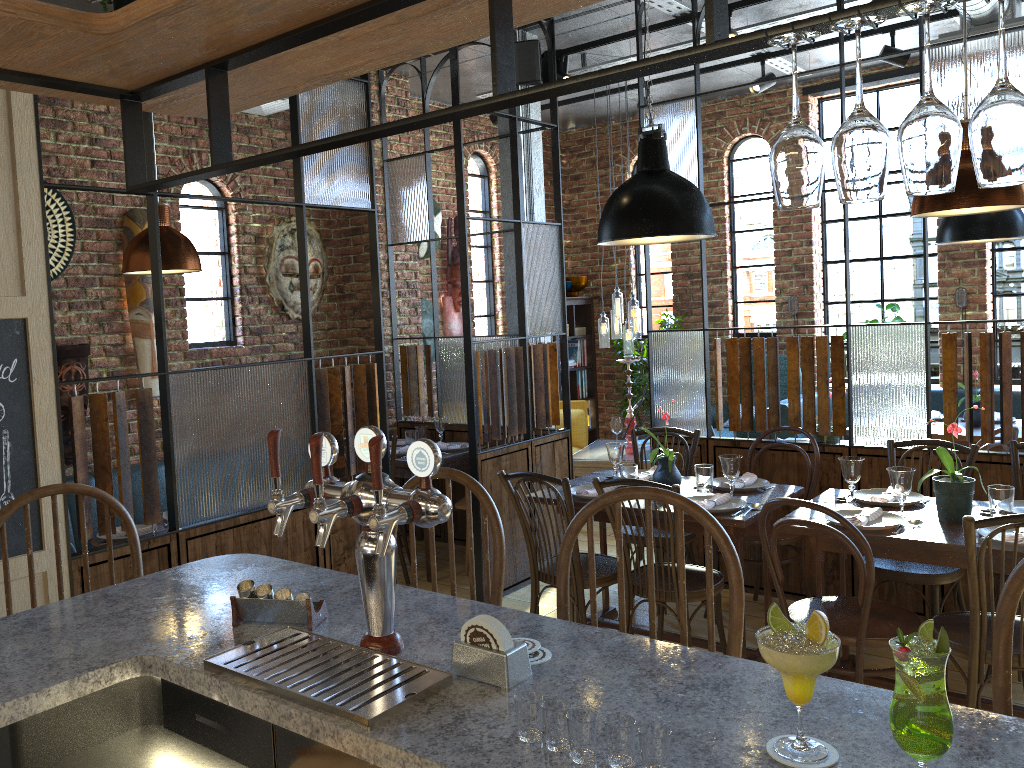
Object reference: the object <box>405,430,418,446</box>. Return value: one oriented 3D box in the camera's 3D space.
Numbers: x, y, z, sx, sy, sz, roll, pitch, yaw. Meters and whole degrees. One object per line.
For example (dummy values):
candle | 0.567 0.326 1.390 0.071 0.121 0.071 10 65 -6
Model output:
object | -0.641 0.360 5.641 0.082 0.119 0.087 -4 4 -21

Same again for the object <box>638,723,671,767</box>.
object | 0.187 0.480 1.148 0.043 0.059 0.040 -1 4 28

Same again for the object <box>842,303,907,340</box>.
object | 2.964 -0.317 7.024 0.371 0.662 0.533 -5 4 -29

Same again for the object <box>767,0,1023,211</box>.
object | 0.528 -0.318 0.948 0.521 0.207 0.063 1 5 38

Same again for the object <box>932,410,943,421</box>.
object | 2.919 0.222 6.199 0.340 0.051 0.257 1 6 41

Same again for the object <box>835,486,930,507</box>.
object | 1.516 0.454 3.608 0.340 0.051 0.257 1 6 41

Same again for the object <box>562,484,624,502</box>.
object | 0.403 0.481 3.989 0.340 0.051 0.257 1 6 41

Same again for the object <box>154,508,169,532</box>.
object | -1.674 0.663 4.212 0.085 0.119 0.083 -2 4 7

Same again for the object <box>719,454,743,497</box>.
object | 0.934 0.402 3.750 0.094 0.191 0.102 -5 4 -32

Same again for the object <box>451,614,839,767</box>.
object | 0.251 0.438 1.335 0.803 0.106 0.192 1 6 38

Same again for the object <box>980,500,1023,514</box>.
object | 1.944 0.459 3.285 0.340 0.051 0.257 1 6 41

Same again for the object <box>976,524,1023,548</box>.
object | 1.727 0.501 2.930 0.340 0.051 0.257 1 6 41

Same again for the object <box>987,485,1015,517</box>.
object | 1.793 0.436 3.229 0.084 0.119 0.084 -3 4 0

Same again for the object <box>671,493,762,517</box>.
object | 0.841 0.488 3.635 0.340 0.051 0.257 1 6 41

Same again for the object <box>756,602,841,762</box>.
object | 0.384 0.395 1.181 0.102 0.197 0.109 -4 4 -24

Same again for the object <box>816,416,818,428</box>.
object | 1.652 0.273 4.799 0.100 0.191 0.096 -2 4 13

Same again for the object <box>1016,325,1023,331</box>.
object | 3.950 -0.345 6.135 0.767 0.750 0.581 0 5 37

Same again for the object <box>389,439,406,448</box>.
object | -0.780 0.386 5.837 0.282 0.051 0.310 1 6 41

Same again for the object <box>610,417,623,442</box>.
object | 0.789 0.364 6.632 0.089 0.228 0.093 -4 3 -14

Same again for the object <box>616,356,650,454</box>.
object | 0.887 0.149 6.297 0.271 0.703 0.162 -1 4 30

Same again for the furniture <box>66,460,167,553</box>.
furniture | -1.886 0.925 4.208 1.561 0.820 1.379 1 6 38

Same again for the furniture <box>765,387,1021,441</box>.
furniture | 3.269 0.500 5.945 2.734 0.820 1.305 1 6 38

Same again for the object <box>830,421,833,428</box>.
object | 1.837 0.275 5.074 0.088 0.119 0.081 -1 4 28

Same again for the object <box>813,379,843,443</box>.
object | 1.617 0.178 4.572 0.135 0.426 0.214 -4 4 -19

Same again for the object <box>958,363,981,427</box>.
object | 3.026 0.062 5.781 0.131 0.430 0.227 -5 4 -34

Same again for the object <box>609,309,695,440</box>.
object | 1.274 0.095 7.826 0.883 1.526 0.707 -2 4 17

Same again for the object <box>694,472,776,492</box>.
object | 1.015 0.445 4.024 0.340 0.051 0.257 1 6 41

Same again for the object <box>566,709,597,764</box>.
object | 0.096 0.481 1.200 0.043 0.059 0.040 -1 4 28

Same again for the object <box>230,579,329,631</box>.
object | -0.477 0.444 1.808 0.182 0.090 0.089 -2 4 14

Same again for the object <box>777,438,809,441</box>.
object | 1.596 0.335 4.942 0.282 0.051 0.310 1 6 41

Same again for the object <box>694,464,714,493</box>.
object | 0.862 0.424 3.949 0.087 0.119 0.082 -1 4 21

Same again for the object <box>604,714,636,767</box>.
object | 0.146 0.480 1.181 0.043 0.059 0.040 -1 4 28

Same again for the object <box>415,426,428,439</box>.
object | -0.595 0.341 5.825 0.082 0.119 0.087 -4 4 -21

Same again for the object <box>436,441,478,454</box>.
object | -0.373 0.386 5.572 0.282 0.051 0.310 1 6 41

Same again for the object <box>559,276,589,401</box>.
object | 0.534 -0.126 8.319 0.341 1.758 0.584 -1 4 32

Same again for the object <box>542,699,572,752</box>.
object | 0.064 0.479 1.236 0.043 0.059 0.040 -1 4 28

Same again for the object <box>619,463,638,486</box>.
object | 0.539 0.432 4.062 0.087 0.119 0.082 -1 4 21

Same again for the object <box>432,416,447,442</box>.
object | -0.461 0.309 5.699 0.094 0.191 0.102 -5 4 -32

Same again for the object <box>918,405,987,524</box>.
object | 1.609 0.293 3.229 0.196 0.426 0.151 -4 4 -18

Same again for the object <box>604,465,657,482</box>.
object | 0.633 0.441 4.316 0.340 0.051 0.257 1 6 41

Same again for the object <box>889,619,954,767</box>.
object | 0.496 0.392 1.070 0.071 0.211 0.066 -2 4 21

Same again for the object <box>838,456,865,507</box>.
object | 1.372 0.395 3.558 0.094 0.191 0.102 -5 4 -32

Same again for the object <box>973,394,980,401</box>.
object | 3.091 0.168 5.895 0.095 0.191 0.102 -4 4 -23

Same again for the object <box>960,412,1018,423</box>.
object | 3.223 0.226 5.958 0.340 0.051 0.257 1 6 41

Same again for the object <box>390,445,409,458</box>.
object | -0.699 0.412 5.480 0.340 0.051 0.257 1 6 41

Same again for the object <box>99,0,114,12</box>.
object | -0.644 -0.910 2.066 0.511 0.369 0.592 -2 5 15

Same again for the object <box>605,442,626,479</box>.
object | 0.502 0.382 4.255 0.095 0.191 0.102 -5 4 -27

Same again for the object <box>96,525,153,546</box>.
object | -1.845 0.707 4.207 0.266 0.051 0.329 -4 5 -9

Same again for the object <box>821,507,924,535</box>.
object | 1.320 0.494 3.258 0.340 0.051 0.257 1 6 41

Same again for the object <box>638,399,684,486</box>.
object | 0.691 0.275 4.002 0.131 0.430 0.227 -5 4 -34

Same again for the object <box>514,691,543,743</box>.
object | 0.025 0.479 1.267 0.040 0.059 0.044 -6 5 -42

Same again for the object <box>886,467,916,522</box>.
object | 1.458 0.413 3.298 0.098 0.191 0.099 -3 4 -5
